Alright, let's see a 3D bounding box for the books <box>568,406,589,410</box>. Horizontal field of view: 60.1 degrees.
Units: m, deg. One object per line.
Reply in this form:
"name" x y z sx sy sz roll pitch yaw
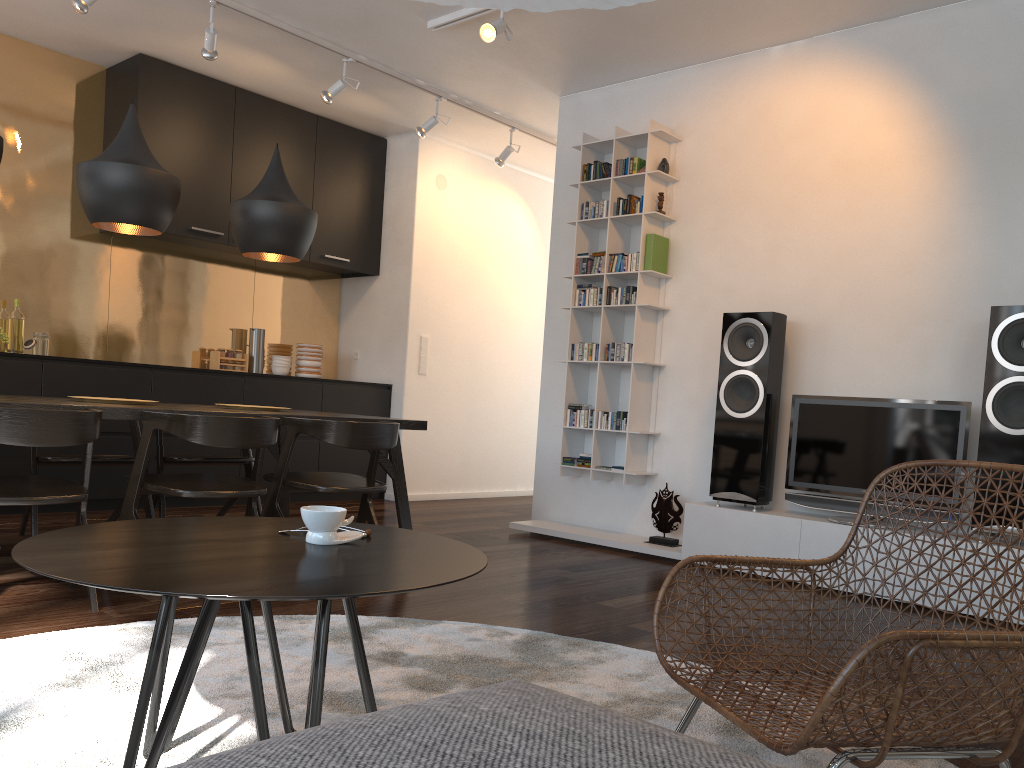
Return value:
"books" 0.405 0.146 5.382 0.107 0.023 0.069 3 -2 42

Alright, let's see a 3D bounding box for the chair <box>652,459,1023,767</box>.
"chair" 0.738 0.503 1.833 0.686 0.711 0.716 4 1 -16

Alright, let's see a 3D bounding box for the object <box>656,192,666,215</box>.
"object" 0.853 -1.031 5.066 0.045 0.140 0.064 5 2 33

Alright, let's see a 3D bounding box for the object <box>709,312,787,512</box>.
"object" 1.249 0.147 4.596 0.294 1.005 0.281 6 3 42

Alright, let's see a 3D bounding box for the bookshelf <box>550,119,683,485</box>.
"bookshelf" 0.609 -0.458 5.277 0.637 2.080 0.227 6 3 42

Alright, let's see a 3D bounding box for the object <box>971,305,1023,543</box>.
"object" 2.179 0.186 3.762 0.294 1.005 0.281 6 3 42

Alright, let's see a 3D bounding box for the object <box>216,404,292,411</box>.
"object" -1.240 0.114 4.244 0.356 0.017 0.355 5 -2 -45

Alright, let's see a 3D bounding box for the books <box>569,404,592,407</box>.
"books" 0.419 0.130 5.393 0.111 0.012 0.093 2 -2 42

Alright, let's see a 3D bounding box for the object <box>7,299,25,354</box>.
"object" -2.993 -0.343 5.338 0.092 0.340 0.091 4 2 9

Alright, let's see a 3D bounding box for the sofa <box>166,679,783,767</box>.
"sofa" -1.085 0.387 0.853 3.058 0.673 2.043 3 -2 42

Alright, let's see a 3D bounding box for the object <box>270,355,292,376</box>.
"object" -1.737 -0.135 6.654 0.158 0.160 0.153 4 1 -20

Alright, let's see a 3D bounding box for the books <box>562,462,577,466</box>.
"books" 0.367 0.490 5.388 0.098 0.015 0.074 2 -2 42

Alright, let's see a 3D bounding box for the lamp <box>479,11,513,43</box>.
"lamp" -0.073 -1.753 4.303 0.085 0.240 0.251 5 1 24

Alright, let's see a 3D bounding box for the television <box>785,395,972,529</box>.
"television" 1.711 0.367 4.194 0.346 0.602 0.786 3 1 -30

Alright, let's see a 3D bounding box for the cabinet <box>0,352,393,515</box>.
"cabinet" -2.902 0.280 5.172 0.730 0.902 5.073 5 0 42

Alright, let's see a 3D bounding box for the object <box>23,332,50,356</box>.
"object" -2.835 -0.240 5.288 0.088 0.152 0.177 4 0 19

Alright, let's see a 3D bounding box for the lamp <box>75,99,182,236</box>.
"lamp" -1.602 -0.921 3.709 0.410 0.542 0.411 4 1 18

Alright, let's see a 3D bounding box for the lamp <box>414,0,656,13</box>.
"lamp" -0.042 -0.756 1.052 1.471 0.210 1.468 4 -1 -11

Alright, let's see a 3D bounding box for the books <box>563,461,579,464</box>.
"books" 0.368 0.476 5.389 0.092 0.014 0.070 2 -2 42

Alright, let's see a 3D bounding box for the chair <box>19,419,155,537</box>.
"chair" -2.079 0.415 4.287 0.518 0.673 0.594 5 1 40

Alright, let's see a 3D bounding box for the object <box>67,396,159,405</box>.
"object" -1.686 0.071 3.747 0.355 0.017 0.356 3 -2 23

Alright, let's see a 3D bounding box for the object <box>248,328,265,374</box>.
"object" -1.884 -0.236 6.563 0.164 0.340 0.114 2 3 -45

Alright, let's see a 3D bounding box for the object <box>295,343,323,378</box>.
"object" -1.564 -0.171 6.808 0.197 0.265 0.198 4 1 16

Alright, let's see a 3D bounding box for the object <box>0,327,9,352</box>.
"object" -2.932 -0.269 4.878 0.177 0.173 0.239 4 0 27

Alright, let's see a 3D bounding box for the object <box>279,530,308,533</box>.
"object" -0.433 0.314 1.866 0.124 0.010 0.026 4 -1 8

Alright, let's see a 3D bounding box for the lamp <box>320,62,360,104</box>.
"lamp" -1.014 -1.789 5.263 0.250 0.240 0.085 4 2 13

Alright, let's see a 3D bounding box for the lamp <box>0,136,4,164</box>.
"lamp" -2.068 -0.966 3.188 0.411 0.542 0.409 3 1 -15

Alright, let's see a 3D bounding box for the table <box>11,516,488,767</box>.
"table" -0.484 0.547 1.698 0.844 0.473 0.848 3 -1 44

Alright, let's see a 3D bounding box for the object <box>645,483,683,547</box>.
"object" 0.868 0.731 4.987 0.212 0.351 0.121 5 3 42

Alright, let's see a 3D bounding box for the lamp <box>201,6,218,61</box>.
"lamp" -1.828 -1.032 5.429 0.089 1.851 1.829 3 1 -14

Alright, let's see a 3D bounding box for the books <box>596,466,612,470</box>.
"books" 0.569 0.500 5.254 0.111 0.012 0.093 2 -2 42

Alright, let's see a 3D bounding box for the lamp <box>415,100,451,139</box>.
"lamp" -0.513 -1.741 5.824 0.250 0.240 0.085 4 2 18

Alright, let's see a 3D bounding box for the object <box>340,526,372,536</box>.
"object" -0.377 0.317 1.944 0.167 0.015 0.015 3 0 29

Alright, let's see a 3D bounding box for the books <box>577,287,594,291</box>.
"books" 0.467 -0.572 5.364 0.111 0.012 0.093 2 -2 42

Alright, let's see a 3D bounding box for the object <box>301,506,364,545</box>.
"object" -0.362 0.287 1.796 0.139 0.069 0.091 4 0 -36

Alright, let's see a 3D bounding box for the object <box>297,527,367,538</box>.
"object" -0.388 0.315 1.903 0.163 0.016 0.025 3 0 17

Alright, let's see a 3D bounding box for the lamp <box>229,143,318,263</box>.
"lamp" -1.136 -0.876 4.229 0.411 0.542 0.410 4 1 -1

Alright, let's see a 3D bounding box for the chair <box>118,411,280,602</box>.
"chair" -1.194 0.450 3.428 0.518 0.673 0.594 5 1 43

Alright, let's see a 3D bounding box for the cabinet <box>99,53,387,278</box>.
"cabinet" -1.820 -1.441 6.302 0.530 1.052 1.959 5 1 42

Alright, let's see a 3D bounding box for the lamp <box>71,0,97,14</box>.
"lamp" -1.965 -1.881 4.197 0.250 0.240 0.085 4 2 8

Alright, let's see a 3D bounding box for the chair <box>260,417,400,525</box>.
"chair" -0.785 0.489 3.885 0.518 0.673 0.594 5 1 40

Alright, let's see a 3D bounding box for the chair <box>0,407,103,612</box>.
"chair" -1.645 0.406 2.916 0.518 0.673 0.594 5 1 40

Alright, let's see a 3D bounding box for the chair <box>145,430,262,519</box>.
"chair" -1.673 0.454 4.740 0.518 0.673 0.594 5 1 41

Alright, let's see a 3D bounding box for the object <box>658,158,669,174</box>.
"object" 0.869 -1.240 5.058 0.064 0.101 0.060 4 2 19

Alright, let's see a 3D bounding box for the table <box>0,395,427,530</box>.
"table" -1.669 0.422 3.750 1.103 0.680 2.505 3 -1 42

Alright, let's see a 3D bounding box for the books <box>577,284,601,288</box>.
"books" 0.469 -0.587 5.367 0.111 0.022 0.096 3 -2 42
